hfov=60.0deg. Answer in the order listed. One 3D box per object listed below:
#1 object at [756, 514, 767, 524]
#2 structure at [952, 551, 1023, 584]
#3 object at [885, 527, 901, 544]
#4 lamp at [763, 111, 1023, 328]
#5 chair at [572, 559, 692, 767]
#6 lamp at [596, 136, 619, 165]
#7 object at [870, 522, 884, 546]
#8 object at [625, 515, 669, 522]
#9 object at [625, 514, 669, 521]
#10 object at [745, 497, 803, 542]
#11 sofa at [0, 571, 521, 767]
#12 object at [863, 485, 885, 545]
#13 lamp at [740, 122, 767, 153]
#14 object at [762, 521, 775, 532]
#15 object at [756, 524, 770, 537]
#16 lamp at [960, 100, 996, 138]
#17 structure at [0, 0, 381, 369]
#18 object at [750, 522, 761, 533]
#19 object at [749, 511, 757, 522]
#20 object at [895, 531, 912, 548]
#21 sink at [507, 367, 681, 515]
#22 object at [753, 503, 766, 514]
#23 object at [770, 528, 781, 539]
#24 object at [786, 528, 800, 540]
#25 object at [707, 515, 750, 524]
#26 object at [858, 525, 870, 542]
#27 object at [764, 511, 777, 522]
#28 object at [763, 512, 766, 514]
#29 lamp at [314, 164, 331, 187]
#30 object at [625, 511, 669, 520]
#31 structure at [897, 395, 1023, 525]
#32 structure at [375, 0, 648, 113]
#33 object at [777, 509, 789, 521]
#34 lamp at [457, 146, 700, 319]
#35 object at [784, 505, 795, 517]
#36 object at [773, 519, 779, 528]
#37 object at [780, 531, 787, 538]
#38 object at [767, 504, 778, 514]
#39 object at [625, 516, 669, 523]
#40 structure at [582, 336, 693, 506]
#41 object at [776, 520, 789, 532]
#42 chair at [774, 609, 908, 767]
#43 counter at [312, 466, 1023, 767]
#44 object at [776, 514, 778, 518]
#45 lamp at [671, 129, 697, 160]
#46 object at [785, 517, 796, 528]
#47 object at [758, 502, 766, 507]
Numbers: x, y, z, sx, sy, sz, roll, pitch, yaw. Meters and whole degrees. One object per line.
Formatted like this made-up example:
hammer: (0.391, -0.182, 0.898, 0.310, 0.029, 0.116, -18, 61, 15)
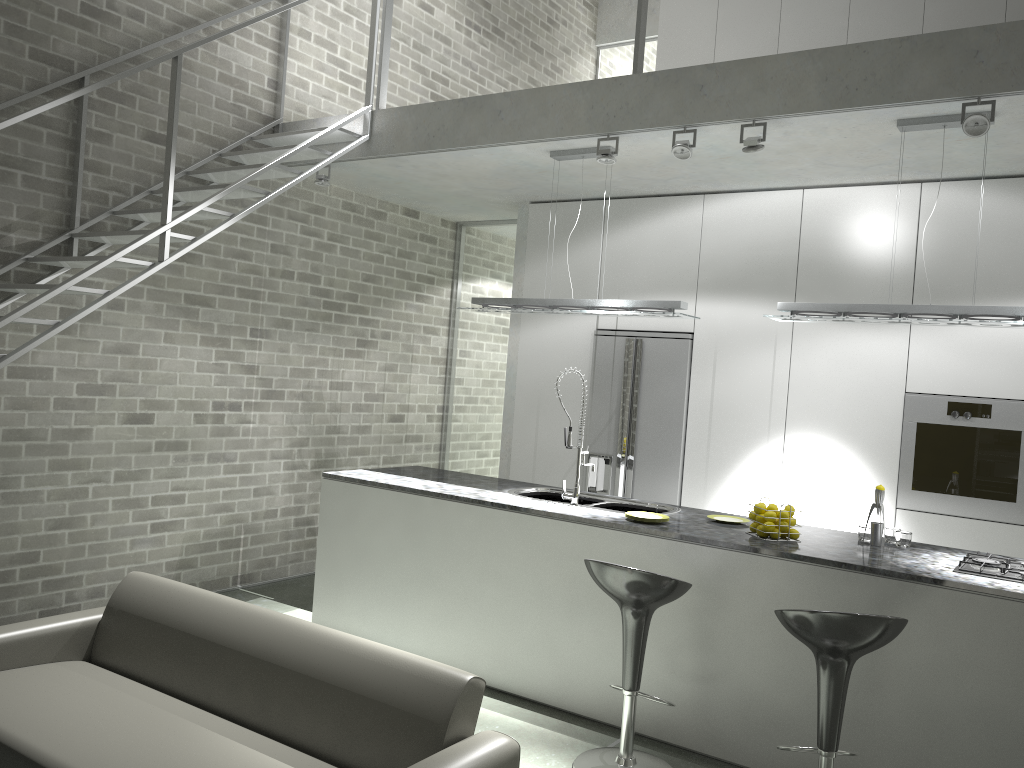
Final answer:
object: (1.179, 0.636, 4.175, 0.062, 0.053, 0.052, 4, 1, -4)
structure: (2.147, 0.777, 3.698, 0.500, 0.038, 0.500, 5, 1, 34)
object: (1.833, 0.730, 4.273, 0.064, 0.070, 0.063, 4, 1, -18)
lamp: (1.994, -0.764, 4.158, 1.490, 0.964, 0.290, 5, 1, 34)
chair: (0.506, 1.190, 3.727, 0.464, 0.931, 0.457, 4, 1, -42)
lamp: (0.519, -1.276, 4.833, 0.109, 0.136, 0.109, 4, 1, -14)
object: (1.709, 0.705, 4.158, 0.060, 0.106, 0.060, 5, 1, 27)
object: (0.667, 0.665, 4.384, 0.217, 0.017, 0.216, 4, 1, -24)
object: (0.668, 0.661, 4.383, 0.217, 0.017, 0.216, 4, 1, -24)
object: (1.237, 0.635, 4.183, 0.189, 0.174, 0.207, 4, 1, -11)
sofa: (-1.090, 1.188, 2.959, 2.114, 0.717, 0.902, 5, 1, 34)
object: (1.729, 0.615, 4.164, 0.088, 0.288, 0.101, 4, 1, -26)
lamp: (1.197, -1.214, 4.397, 0.115, 0.151, 0.115, 4, 1, -14)
object: (1.187, 0.662, 4.102, 0.061, 0.054, 0.052, 4, 1, 1)
object: (1.182, 0.688, 4.158, 0.064, 0.063, 0.074, 5, 1, 44)
lamp: (2.005, -1.146, 3.824, 0.131, 0.154, 0.098, 5, 1, 34)
structure: (-2.568, -0.703, 4.223, 0.902, 4.246, 4.345, 5, 1, 34)
object: (1.160, 0.680, 4.215, 0.060, 0.057, 0.052, 5, 1, 25)
object: (1.159, 0.633, 4.234, 0.053, 0.051, 0.063, 4, 1, -8)
object: (1.846, 0.732, 4.181, 0.064, 0.070, 0.063, 5, 1, 42)
sink: (0.455, 0.427, 4.976, 0.987, 1.023, 0.546, 5, 1, 34)
object: (1.171, 0.591, 4.192, 0.053, 0.051, 0.063, 4, 1, -19)
object: (1.223, 0.693, 4.117, 0.051, 0.053, 0.063, 5, 1, 32)
object: (1.308, 0.699, 4.131, 0.062, 0.052, 0.053, 4, 1, -27)
object: (1.115, 0.701, 4.572, 0.217, 0.017, 0.216, 4, 1, -31)
object: (1.703, 0.721, 4.271, 0.064, 0.070, 0.063, 4, 1, -18)
object: (1.201, 0.617, 4.126, 0.061, 0.052, 0.053, 5, 1, 37)
object: (1.215, 0.635, 4.219, 0.064, 0.053, 0.051, 5, 1, 26)
lamp: (2.075, -1.176, 6.127, 6.854, 0.136, 0.110, 4, 1, -1)
object: (0.668, 0.656, 4.383, 0.217, 0.017, 0.216, 4, 1, -24)
structure: (2.622, 0.426, 5.129, 0.692, 0.680, 0.036, 5, 1, 34)
structure: (1.471, -2.053, 4.241, 5.560, 0.972, 0.070, 5, 1, 34)
object: (1.260, 0.610, 4.124, 0.051, 0.053, 0.063, 5, 1, 37)
lamp: (0.387, -0.894, 5.231, 1.490, 0.964, 0.290, 5, 1, 34)
object: (1.306, 0.599, 4.174, 0.050, 0.060, 0.059, 4, 1, 23)
object: (1.240, 0.655, 4.147, 0.051, 0.053, 0.062, 5, 1, 32)
object: (1.274, 0.698, 4.179, 0.061, 0.055, 0.050, 4, 1, -21)
object: (1.230, 0.592, 4.187, 0.051, 0.053, 0.063, 5, 1, 25)
object: (0.667, 0.670, 4.384, 0.217, 0.017, 0.216, 4, 1, -24)
structure: (0.866, 0.621, 6.321, 0.743, 1.900, 0.160, 5, 1, 34)
object: (1.254, 0.660, 4.119, 0.061, 0.055, 0.051, 4, 1, 3)
chair: (1.166, 1.244, 3.245, 0.457, 0.931, 0.464, 4, 1, 15)
counter: (0.891, 1.175, 4.523, 4.400, 0.960, 0.900, 5, 1, 34)
object: (1.271, 0.626, 4.195, 0.055, 0.051, 0.061, 4, 1, 18)
lamp: (0.884, -1.239, 4.580, 0.115, 0.151, 0.115, 4, 1, -14)
object: (1.303, 0.648, 4.155, 0.061, 0.054, 0.053, 4, 1, -20)
object: (1.189, 0.595, 4.242, 0.052, 0.060, 0.057, 4, 1, 12)
